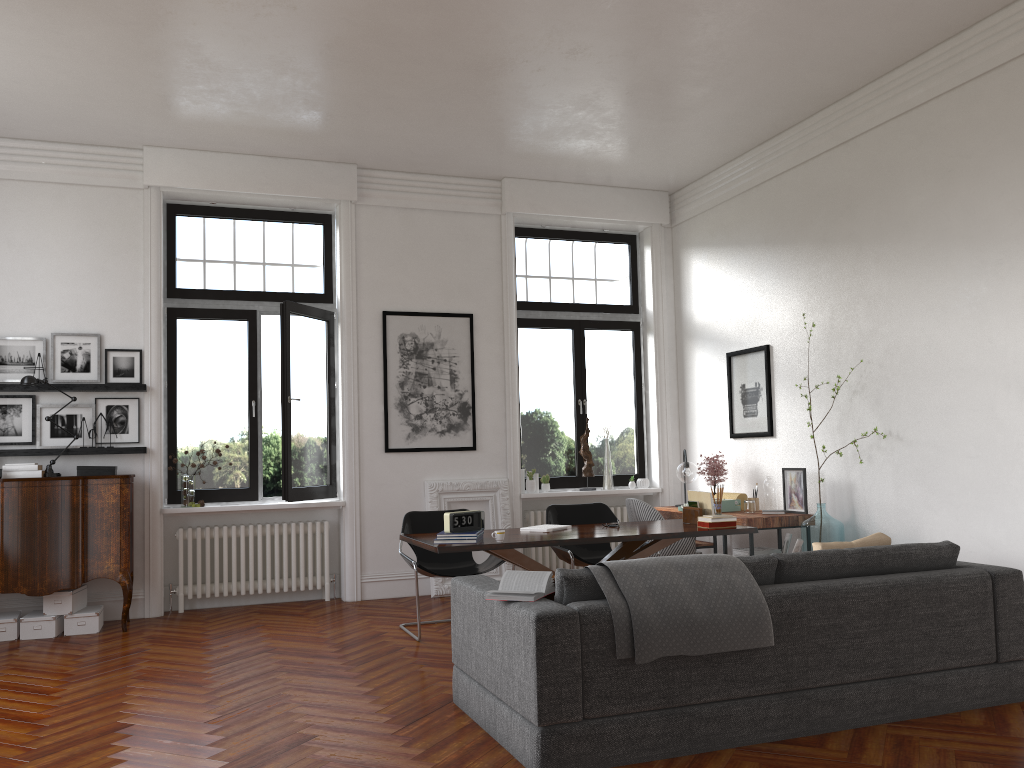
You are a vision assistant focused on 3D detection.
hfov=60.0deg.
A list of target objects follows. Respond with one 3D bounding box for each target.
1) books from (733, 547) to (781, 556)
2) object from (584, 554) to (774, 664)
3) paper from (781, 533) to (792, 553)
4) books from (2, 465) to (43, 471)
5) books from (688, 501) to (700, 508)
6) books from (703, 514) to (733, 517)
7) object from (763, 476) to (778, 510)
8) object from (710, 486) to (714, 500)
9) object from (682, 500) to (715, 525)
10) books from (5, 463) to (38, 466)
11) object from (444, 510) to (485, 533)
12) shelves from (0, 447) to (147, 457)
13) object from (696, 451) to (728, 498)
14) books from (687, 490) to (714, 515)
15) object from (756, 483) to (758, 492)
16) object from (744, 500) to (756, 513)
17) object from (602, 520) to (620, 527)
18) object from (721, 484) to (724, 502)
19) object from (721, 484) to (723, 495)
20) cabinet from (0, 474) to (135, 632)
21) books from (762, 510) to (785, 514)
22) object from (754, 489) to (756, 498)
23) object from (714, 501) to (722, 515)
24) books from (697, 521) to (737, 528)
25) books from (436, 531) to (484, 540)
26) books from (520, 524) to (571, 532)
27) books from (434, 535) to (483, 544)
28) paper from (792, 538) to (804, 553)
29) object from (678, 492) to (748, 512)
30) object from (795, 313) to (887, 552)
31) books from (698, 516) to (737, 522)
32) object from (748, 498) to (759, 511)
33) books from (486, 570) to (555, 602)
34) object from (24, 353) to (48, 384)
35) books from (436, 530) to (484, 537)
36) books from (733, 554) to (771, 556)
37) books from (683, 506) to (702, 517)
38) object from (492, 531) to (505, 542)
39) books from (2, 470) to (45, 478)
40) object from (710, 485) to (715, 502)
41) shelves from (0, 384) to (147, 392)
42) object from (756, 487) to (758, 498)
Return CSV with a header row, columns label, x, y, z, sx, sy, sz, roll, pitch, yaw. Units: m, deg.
label,x,y,z,sx,sy,sz,roll,pitch,yaw
books,1.961,1.339,7.100,0.309,0.038,0.226,0,-5,-20
object,0.718,0.967,3.911,0.752,0.387,0.400,0,-4,-20
paper,2.060,1.473,6.841,0.294,0.625,0.048,0,-4,-27
books,-3.809,0.655,6.908,0.239,0.044,0.255,0,-5,-20
books,1.331,0.930,6.448,0.041,0.157,0.129,0,-4,-20
books,1.421,0.910,6.120,0.159,0.008,0.128,0,-5,-19
object,2.172,0.926,7.447,0.111,0.302,0.112,-3,-4,16
object,1.406,0.799,6.180,0.049,0.193,0.008,-4,-4,39
object,1.356,0.926,6.408,0.150,0.166,0.229,0,-4,-20
books,-3.806,0.625,6.888,0.200,0.014,0.179,0,-5,-20
object,-0.296,0.861,5.548,0.082,0.125,0.275,-5,-6,43
shelves,-3.779,0.554,7.184,1.515,0.055,0.156,0,-5,-20
object,1.871,0.884,8.241,0.290,0.528,0.308,-3,-4,25
books,1.376,0.894,6.446,0.043,0.239,0.310,0,-4,-20
object,2.113,0.975,7.665,0.028,0.239,0.023,0,-4,-23
object,2.002,1.033,7.470,0.093,0.101,0.093,1,-5,-28
object,0.729,0.998,6.351,0.133,0.047,0.114,-4,-5,33
object,1.456,0.795,6.160,0.044,0.194,0.008,-2,-3,10
object,1.454,0.795,6.172,0.038,0.194,0.008,-2,-3,6
cabinet,-3.613,1.333,6.875,1.266,1.216,0.641,0,-4,-20
books,2.129,1.049,7.268,0.213,0.031,0.129,-3,-5,17
object,2.102,0.993,7.675,0.054,0.207,0.008,1,-4,-33
object,1.431,0.863,6.158,0.058,0.091,0.058,1,-4,-33
books,1.408,0.961,6.096,0.215,0.040,0.159,0,-5,-18
books,-0.321,0.950,5.560,0.250,0.017,0.345,-2,-5,5
books,0.242,1.016,6.239,0.231,0.026,0.326,-5,-6,35
books,-0.332,0.973,5.568,0.264,0.027,0.348,-2,-5,5
paper,2.046,1.456,6.639,0.047,0.609,0.330,1,-5,-40
object,1.741,1.040,7.824,0.484,0.148,0.535,0,-5,-21
object,2.481,0.432,6.703,0.354,2.055,0.808,1,-5,-39
books,1.414,0.928,6.105,0.207,0.028,0.164,0,-5,-22
object,2.086,1.041,7.654,0.058,0.113,0.075,0,-4,-20
books,0.040,0.896,3.954,0.225,0.096,0.279,-3,-5,22
object,-3.872,-0.123,7.207,0.174,0.260,0.040,0,-4,-20
books,-0.321,0.933,5.561,0.250,0.017,0.345,-2,-5,5
books,1.956,1.373,7.087,0.309,0.038,0.226,0,-5,-21
books,1.303,0.948,6.391,0.028,0.124,0.221,0,-5,-20
object,-0.083,0.936,5.449,0.082,0.065,0.064,-2,-4,1
books,-3.808,0.705,6.899,0.294,0.057,0.230,0,-5,-20
object,1.402,0.797,6.153,0.049,0.193,0.008,-1,-4,-16
shelves,-3.792,0.032,7.214,1.515,0.055,0.158,0,-5,-20
object,2.107,0.990,7.652,0.008,0.207,0.054,1,-4,-37
